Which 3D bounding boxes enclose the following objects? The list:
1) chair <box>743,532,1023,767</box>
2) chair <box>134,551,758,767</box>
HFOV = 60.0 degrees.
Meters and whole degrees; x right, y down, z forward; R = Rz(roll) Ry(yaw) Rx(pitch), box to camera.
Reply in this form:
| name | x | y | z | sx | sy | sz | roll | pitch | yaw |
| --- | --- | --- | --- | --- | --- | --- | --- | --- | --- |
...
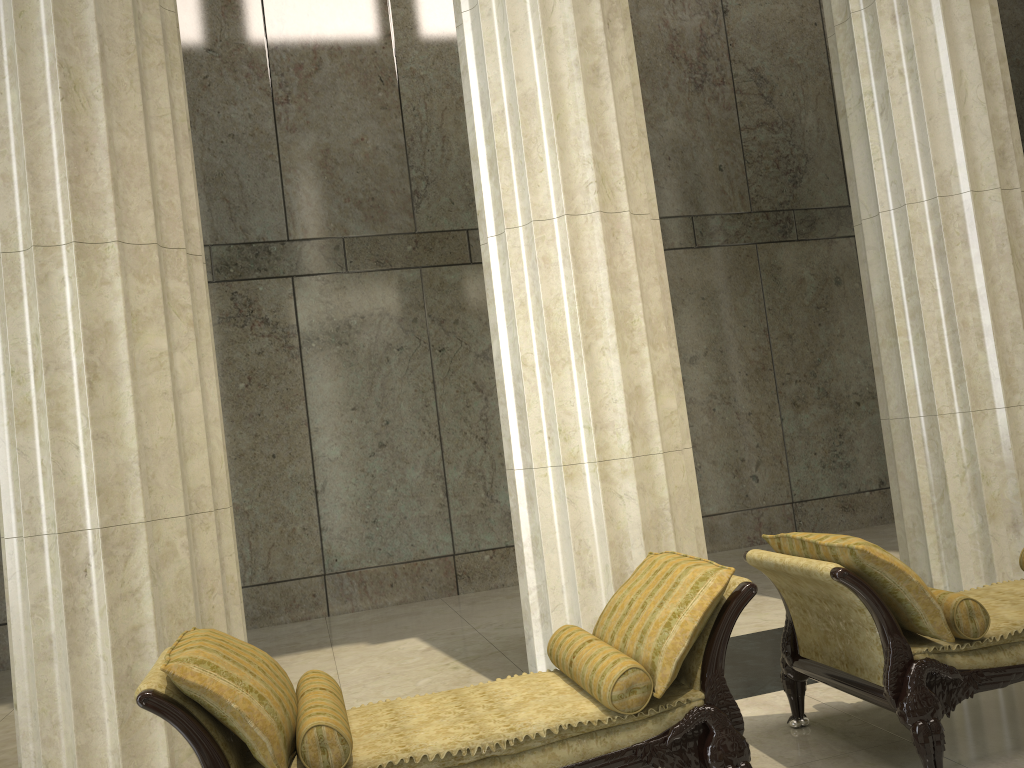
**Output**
| name | x | y | z | sx | sy | sz | roll | pitch | yaw |
| --- | --- | --- | --- | --- | --- | --- | --- | --- | --- |
| chair | 2.209 | 1.000 | 3.932 | 2.172 | 0.950 | 0.993 | -6 | -4 | -14 |
| chair | -0.168 | 1.254 | 3.319 | 2.172 | 0.950 | 0.993 | -6 | -4 | -14 |
